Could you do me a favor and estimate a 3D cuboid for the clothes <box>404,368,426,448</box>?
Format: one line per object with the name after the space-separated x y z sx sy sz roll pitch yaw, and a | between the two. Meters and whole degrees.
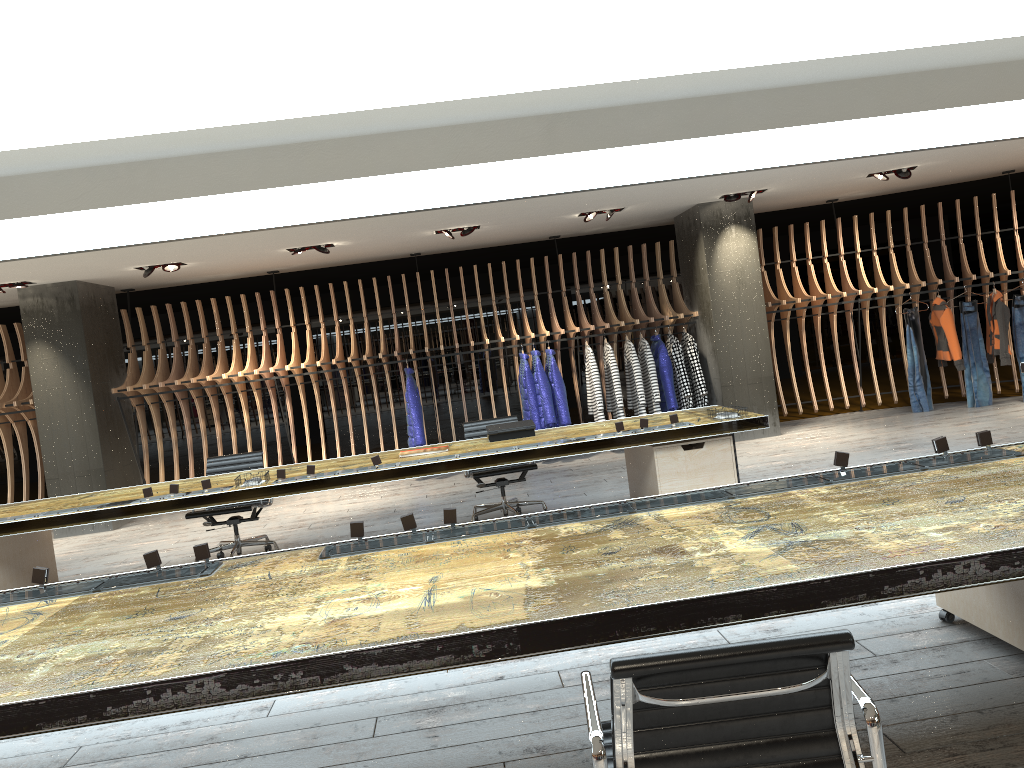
-1.190 0.417 10.663 0.245 1.238 0.885 -8 2 -7 | clothes

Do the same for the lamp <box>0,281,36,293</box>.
-5.330 -1.080 9.353 0.493 0.295 0.269 -8 2 -4 | lamp

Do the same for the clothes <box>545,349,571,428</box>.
0.503 0.188 10.779 0.245 1.238 0.885 -8 2 -7 | clothes

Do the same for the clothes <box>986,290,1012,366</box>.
5.696 -0.663 10.404 0.200 0.880 0.840 -7 2 16 | clothes

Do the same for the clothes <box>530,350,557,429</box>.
0.332 0.213 10.688 0.249 1.245 0.884 -8 2 -7 | clothes

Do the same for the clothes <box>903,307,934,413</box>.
4.924 -0.224 10.720 0.309 1.421 0.200 -8 2 -27 | clothes

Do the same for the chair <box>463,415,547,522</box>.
-0.090 0.731 7.349 0.694 0.859 0.667 -8 2 -18 | chair

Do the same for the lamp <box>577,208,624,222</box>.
0.978 -1.936 9.788 0.493 0.292 0.269 -8 2 -4 | lamp

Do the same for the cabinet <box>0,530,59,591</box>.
-3.868 1.389 6.459 0.593 0.630 1.132 -8 3 -4 | cabinet

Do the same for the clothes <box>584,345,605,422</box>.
1.000 0.058 10.655 0.128 1.061 0.752 -8 2 -5 | clothes

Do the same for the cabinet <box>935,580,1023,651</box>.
2.202 0.736 3.460 0.593 0.630 1.132 -8 3 -4 | cabinet

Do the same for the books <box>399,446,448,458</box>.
-0.659 0.506 6.637 0.366 0.026 0.213 -8 3 -4 | books

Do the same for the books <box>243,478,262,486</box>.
-1.793 0.674 6.125 0.110 0.025 0.155 -8 3 -9 | books

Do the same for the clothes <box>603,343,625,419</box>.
1.233 0.027 10.671 0.128 1.061 0.752 -8 2 -5 | clothes

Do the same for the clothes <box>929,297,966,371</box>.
5.190 -0.611 10.650 0.200 0.880 0.840 -7 2 11 | clothes

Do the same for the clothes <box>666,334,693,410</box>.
2.038 -0.026 10.711 0.192 1.186 0.807 -8 2 -3 | clothes

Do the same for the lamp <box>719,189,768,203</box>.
2.556 -2.147 9.838 0.492 0.292 0.269 -7 2 3 | lamp

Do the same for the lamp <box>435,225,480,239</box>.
-0.599 -1.726 9.679 0.493 0.285 0.269 -8 2 -4 | lamp

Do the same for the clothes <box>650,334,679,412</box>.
1.872 0.004 10.846 0.245 1.238 0.885 -8 2 -7 | clothes

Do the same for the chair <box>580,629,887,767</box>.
0.483 0.918 2.012 0.693 0.859 0.668 -8 2 -8 | chair

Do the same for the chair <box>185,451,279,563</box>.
-2.276 1.028 7.189 0.693 0.859 0.668 -8 2 -8 | chair

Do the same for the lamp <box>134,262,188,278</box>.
-3.753 -1.295 9.462 0.493 0.292 0.269 -8 2 -4 | lamp

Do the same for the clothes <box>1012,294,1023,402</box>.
6.034 -0.351 10.318 0.200 1.421 0.308 -9 2 -32 | clothes

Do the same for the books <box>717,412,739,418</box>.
1.547 0.222 6.363 0.110 0.025 0.155 -8 3 -9 | books

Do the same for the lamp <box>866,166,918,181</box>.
4.115 -2.340 9.626 0.492 0.296 0.269 -7 2 16 | lamp

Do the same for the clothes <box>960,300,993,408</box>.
5.484 -0.289 10.536 0.309 1.421 0.200 -8 2 -12 | clothes

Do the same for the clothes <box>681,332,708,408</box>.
2.223 -0.051 10.733 0.191 1.185 0.800 -8 2 -3 | clothes

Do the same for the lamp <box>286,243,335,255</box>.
-2.176 -1.508 9.571 0.493 0.294 0.269 -8 2 -4 | lamp

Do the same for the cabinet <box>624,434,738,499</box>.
1.281 0.692 6.817 0.593 0.630 1.132 -8 3 -4 | cabinet

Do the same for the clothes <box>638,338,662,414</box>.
1.669 -0.032 10.701 0.128 1.061 0.752 -8 2 -5 | clothes

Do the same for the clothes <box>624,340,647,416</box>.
1.493 -0.008 10.689 0.128 1.061 0.752 -8 2 -5 | clothes

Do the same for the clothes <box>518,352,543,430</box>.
0.182 0.234 10.837 0.242 1.260 0.880 -8 2 -7 | clothes
